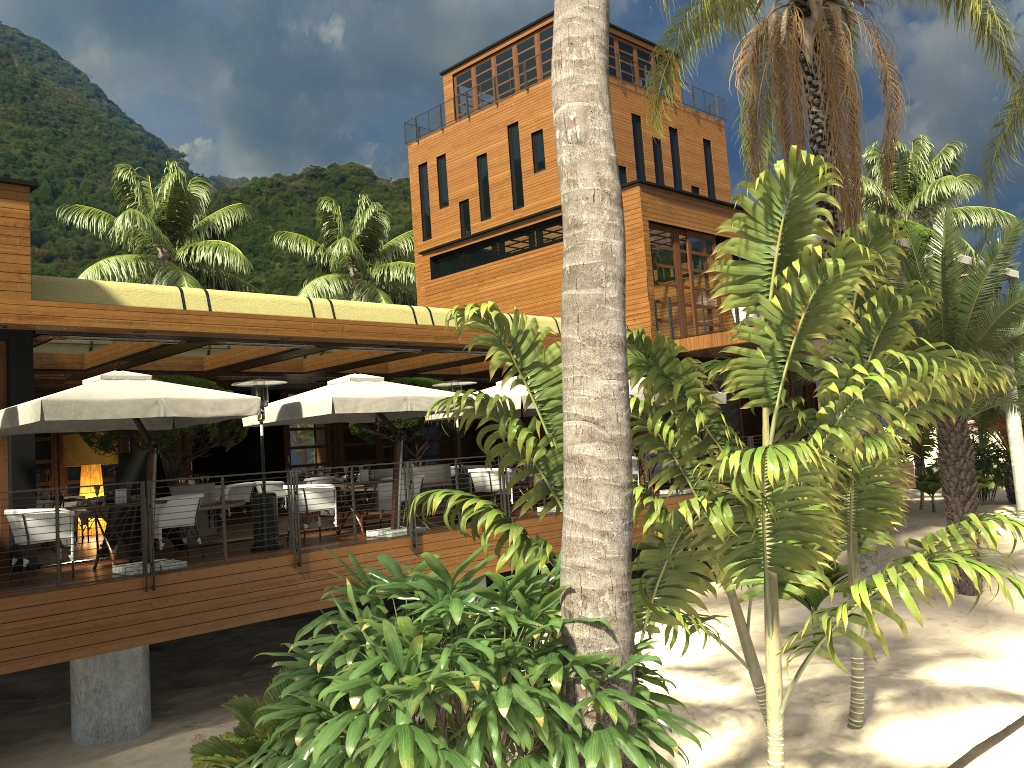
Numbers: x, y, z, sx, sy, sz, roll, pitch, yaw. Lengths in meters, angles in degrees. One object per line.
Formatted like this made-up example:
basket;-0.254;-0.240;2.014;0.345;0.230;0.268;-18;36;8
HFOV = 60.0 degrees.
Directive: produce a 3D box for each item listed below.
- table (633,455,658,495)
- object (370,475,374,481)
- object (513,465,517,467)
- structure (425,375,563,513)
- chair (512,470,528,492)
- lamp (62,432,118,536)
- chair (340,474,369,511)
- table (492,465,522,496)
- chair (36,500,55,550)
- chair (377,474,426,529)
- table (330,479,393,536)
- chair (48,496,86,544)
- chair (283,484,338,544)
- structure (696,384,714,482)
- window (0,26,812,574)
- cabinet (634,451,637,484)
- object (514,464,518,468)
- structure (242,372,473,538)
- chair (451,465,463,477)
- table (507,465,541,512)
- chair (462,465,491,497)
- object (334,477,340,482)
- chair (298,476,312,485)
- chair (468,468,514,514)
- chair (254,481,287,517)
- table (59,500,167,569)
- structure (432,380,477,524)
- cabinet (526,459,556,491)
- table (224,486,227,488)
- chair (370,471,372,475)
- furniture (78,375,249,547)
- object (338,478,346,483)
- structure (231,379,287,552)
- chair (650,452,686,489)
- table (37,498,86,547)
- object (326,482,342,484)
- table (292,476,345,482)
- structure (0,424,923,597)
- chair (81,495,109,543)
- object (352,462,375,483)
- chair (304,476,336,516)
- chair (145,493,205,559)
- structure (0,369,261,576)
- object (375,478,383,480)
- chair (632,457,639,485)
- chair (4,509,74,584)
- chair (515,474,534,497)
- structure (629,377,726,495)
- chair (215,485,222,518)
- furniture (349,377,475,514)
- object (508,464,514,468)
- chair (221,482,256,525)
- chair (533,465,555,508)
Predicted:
table;2.595;1.799;17.473;0.931;0.750;0.930;1;-7;-45
object;-2.037;1.359;12.841;0.086;0.086;0.086;0;-6;-40
object;0.050;1.392;14.952;0.080;0.042;0.080;-5;-5;6
structure;0.207;0.999;15.132;2.413;2.337;2.410;1;-7;-45
chair;0.106;2.044;18.609;0.627;0.789;0.616;-4;-5;1
lamp;-8.210;1.984;17.317;0.972;2.014;0.972;-7;-6;25
chair;-3.407;2.354;19.369;0.617;0.789;0.626;-2;-5;-24
table;0.113;2.128;19.478;1.166;0.750;1.164;0;-6;-39
chair;-7.736;2.278;14.286;0.627;0.789;0.615;-3;-5;-14
chair;-1.626;1.767;13.311;0.616;0.789;0.626;1;-7;-44
table;-2.228;1.783;12.707;0.931;0.750;0.930;1;-7;-45
chair;-7.999;2.421;15.921;0.627;0.789;0.615;-3;-5;-14
chair;-2.790;1.766;12.196;0.616;0.789;0.626;1;-7;-44
structure;3.938;1.044;18.397;0.698;2.196;0.699;-8;-6;33
window;-0.283;-6.096;24.939;14.478;17.994;38.381;-6;-5;22
cabinet;2.181;2.044;20.831;0.557;0.839;1.608;1;-7;-45
object;0.057;1.290;14.884;0.082;0.227;0.082;1;-7;-44
structure;-2.195;0.991;12.759;2.413;2.337;2.410;1;-7;-45
chair;-1.457;2.361;21.308;0.617;0.789;0.626;-4;-5;1
table;0.181;1.791;15.087;0.931;0.750;0.930;1;-7;-45
chair;-0.773;2.173;19.480;0.617;0.789;0.626;-4;-5;1
object;-2.508;1.383;12.722;0.086;0.086;0.086;0;-6;-40
chair;-4.488;2.470;19.882;0.627;0.789;0.615;-2;-5;-24
chair;-0.360;1.774;14.597;0.616;0.789;0.626;1;-7;-44
chair;-5.112;2.428;18.736;0.617;0.789;0.626;-2;-5;-24
table;-4.636;1.775;10.327;0.931;0.750;0.930;1;-7;-45
structure;-0.819;1.029;13.697;0.698;2.196;0.699;-8;-6;33
cabinet;1.046;2.212;21.975;0.557;0.839;1.608;1;-7;-45
table;-6.097;2.393;17.100;1.165;0.750;1.164;-5;-5;14
chair;-3.076;2.481;21.365;0.617;0.789;0.626;-4;-5;1
furniture;-5.787;1.226;14.799;2.568;2.727;2.715;-5;-5;10
object;-2.418;1.383;12.655;0.116;0.065;0.116;-8;-6;43
structure;-3.188;1.021;11.357;0.698;2.196;0.699;-8;-6;33
chair;3.192;1.783;18.072;0.616;0.789;0.626;1;-7;-44
table;-7.881;2.367;15.075;1.165;0.750;1.164;-5;-5;14
object;-2.495;1.397;12.509;0.170;0.025;0.294;0;-6;-45
table;-4.173;2.407;19.113;1.165;0.750;1.165;-6;-5;25
structure;1.729;1.631;14.968;26.263;1.155;0.163;0;-7;-45
chair;-7.025;2.299;15.227;0.617;0.789;0.626;-3;-5;-14
object;-2.116;1.261;12.641;0.263;0.264;0.263;-4;-5;0
chair;-3.944;2.313;18.320;0.627;0.789;0.615;-2;-5;-24
chair;-4.108;1.759;10.859;0.616;0.789;0.626;1;-7;-44
structure;-4.597;0.983;10.386;2.413;2.337;2.410;1;-7;-45
object;-2.049;1.406;13.045;0.170;0.025;0.294;0;-6;-45
chair;2.070;1.782;16.998;0.616;0.789;0.626;1;-7;-44
chair;-5.230;1.758;9.785;0.616;0.789;0.626;1;-7;-44
chair;0.276;2.157;20.258;0.627;0.789;0.616;-4;-5;1
structure;2.609;1.007;17.505;2.413;2.337;2.410;1;-7;-45
chair;-5.641;2.287;16.376;0.627;0.789;0.615;0;-6;-39
furniture;-2.052;1.231;18.392;2.613;2.727;2.693;-8;-6;36
object;-0.021;1.391;15.023;0.116;0.065;0.116;-8;-6;43
chair;-5.393;2.356;17.525;0.617;0.789;0.626;0;-6;-39
chair;0.762;1.775;15.671;0.616;0.789;0.626;1;-7;-44
